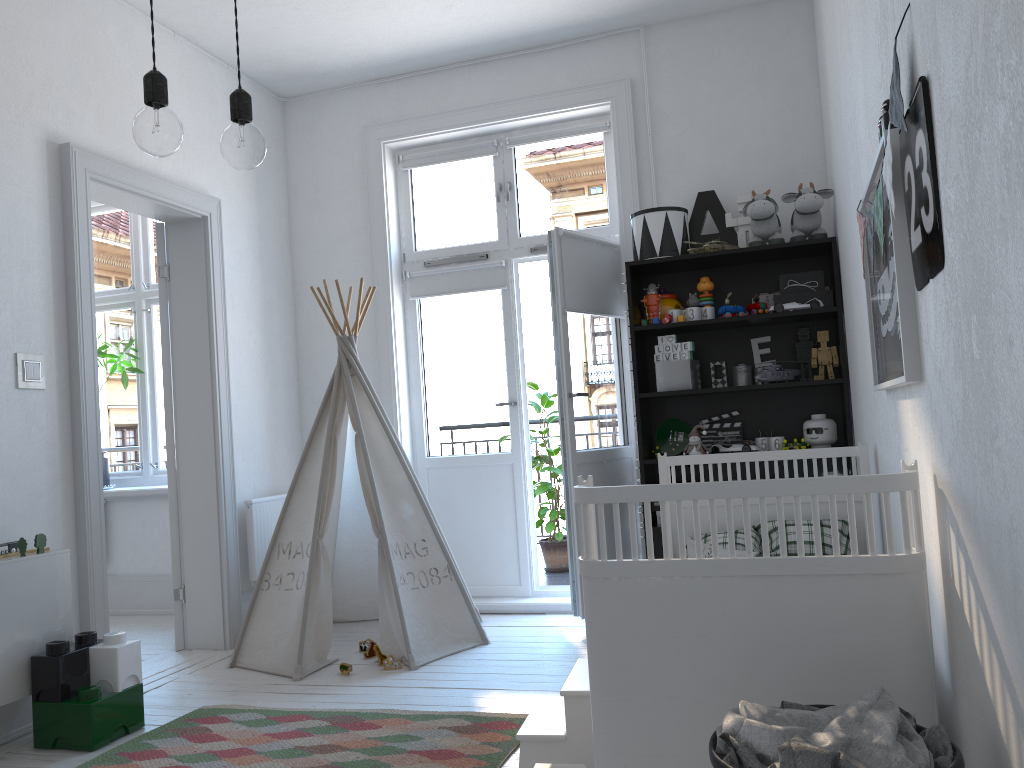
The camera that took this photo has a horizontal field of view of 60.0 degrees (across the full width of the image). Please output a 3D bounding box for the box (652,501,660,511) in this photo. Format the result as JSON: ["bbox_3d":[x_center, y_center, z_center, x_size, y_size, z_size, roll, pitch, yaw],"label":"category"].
[{"bbox_3d":[0.771,0.551,4.138,0.216,0.062,0.179,-5,-3,17],"label":"box"}]

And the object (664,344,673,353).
[{"bbox_3d":[0.722,-0.161,4.060,0.040,0.040,0.040,-6,-4,37],"label":"object"}]

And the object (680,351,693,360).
[{"bbox_3d":[0.790,-0.128,4.016,0.040,0.040,0.040,-1,-4,-43],"label":"object"}]

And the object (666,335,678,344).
[{"bbox_3d":[0.731,-0.203,4.054,0.040,0.040,0.040,-5,-3,27],"label":"object"}]

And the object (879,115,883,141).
[{"bbox_3d":[0.769,-0.523,1.824,0.025,0.064,0.025,-5,-3,16],"label":"object"}]

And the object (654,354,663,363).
[{"bbox_3d":[0.681,-0.117,4.085,0.040,0.040,0.040,-6,-3,32],"label":"object"}]

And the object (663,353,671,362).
[{"bbox_3d":[0.718,-0.120,4.071,0.040,0.040,0.040,-5,-3,22],"label":"object"}]

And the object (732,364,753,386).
[{"bbox_3d":[1.076,-0.038,4.139,0.095,0.110,0.095,-5,-3,22],"label":"object"}]

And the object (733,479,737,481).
[{"bbox_3d":[1.122,0.528,4.074,0.337,0.186,0.111,-6,-3,32],"label":"object"}]

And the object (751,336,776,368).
[{"bbox_3d":[1.178,-0.148,4.155,0.107,0.151,0.055,-5,-3,17],"label":"object"}]

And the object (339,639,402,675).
[{"bbox_3d":[-0.496,1.044,3.972,0.385,0.283,0.857,-4,-3,9],"label":"object"}]

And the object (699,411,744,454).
[{"bbox_3d":[0.980,0.229,4.162,0.201,0.199,0.048,-5,-3,17],"label":"object"}]

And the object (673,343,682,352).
[{"bbox_3d":[0.760,-0.165,4.035,0.040,0.040,0.040,-1,-4,-43],"label":"object"}]

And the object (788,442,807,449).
[{"bbox_3d":[1.267,0.286,4.069,0.163,0.034,0.069,-5,-3,17],"label":"object"}]

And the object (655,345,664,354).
[{"bbox_3d":[0.683,-0.158,4.084,0.040,0.040,0.040,-5,-3,27],"label":"object"}]

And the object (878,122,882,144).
[{"bbox_3d":[0.778,-0.522,1.851,0.025,0.064,0.025,-4,-3,13],"label":"object"}]

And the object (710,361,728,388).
[{"bbox_3d":[0.982,-0.040,4.205,0.070,0.134,0.028,-5,-3,17],"label":"object"}]

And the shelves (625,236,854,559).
[{"bbox_3d":[1.054,0.247,4.036,0.911,1.677,0.353,-5,-3,17],"label":"shelves"}]

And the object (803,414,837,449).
[{"bbox_3d":[1.364,0.214,3.928,0.139,0.162,0.139,-3,-3,-8],"label":"object"}]

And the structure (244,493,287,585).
[{"bbox_3d":[-1.186,0.805,4.622,0.075,0.460,0.636,-4,-3,14],"label":"structure"}]

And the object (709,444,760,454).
[{"bbox_3d":[1.003,0.293,3.996,0.231,0.048,0.098,-7,-4,42],"label":"object"}]

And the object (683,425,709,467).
[{"bbox_3d":[0.817,0.274,3.933,0.110,0.186,0.129,-4,-3,4],"label":"object"}]

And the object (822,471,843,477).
[{"bbox_3d":[1.413,0.489,3.891,0.132,0.199,0.267,-5,-3,17],"label":"object"}]

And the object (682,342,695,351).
[{"bbox_3d":[0.798,-0.169,4.011,0.040,0.040,0.040,-6,-4,42],"label":"object"}]

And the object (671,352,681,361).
[{"bbox_3d":[0.751,-0.124,4.041,0.040,0.040,0.040,-6,-3,32],"label":"object"}]

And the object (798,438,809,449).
[{"bbox_3d":[1.270,0.265,3.872,0.031,0.054,0.042,-2,-3,-27],"label":"object"}]

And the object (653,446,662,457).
[{"bbox_3d":[0.688,0.321,4.199,0.042,0.054,0.031,-5,-3,28],"label":"object"}]

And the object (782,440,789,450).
[{"bbox_3d":[1.194,0.270,3.872,0.042,0.054,0.031,-3,-3,-22],"label":"object"}]

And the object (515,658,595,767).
[{"bbox_3d":[0.182,0.938,2.492,0.288,0.245,0.332,-4,-3,12],"label":"object"}]

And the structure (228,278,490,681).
[{"bbox_3d":[-0.745,0.344,4.162,1.143,1.749,1.144,-3,-3,-7],"label":"structure"}]

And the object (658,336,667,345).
[{"bbox_3d":[0.695,-0.199,4.077,0.040,0.040,0.040,-5,-3,22],"label":"object"}]

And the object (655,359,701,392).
[{"bbox_3d":[0.763,-0.035,4.075,0.170,0.138,0.124,-6,-3,32],"label":"object"}]

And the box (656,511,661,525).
[{"bbox_3d":[0.793,0.611,4.130,0.216,0.062,0.179,-5,-3,17],"label":"box"}]

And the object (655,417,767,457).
[{"bbox_3d":[0.951,0.265,4.198,0.542,0.239,0.093,-5,-3,18],"label":"object"}]

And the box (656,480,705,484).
[{"bbox_3d":[0.785,0.489,4.137,0.216,0.062,0.179,-5,-3,17],"label":"box"}]

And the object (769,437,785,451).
[{"bbox_3d":[1.176,0.268,3.934,0.067,0.067,0.067,-6,-3,31],"label":"object"}]

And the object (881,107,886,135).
[{"bbox_3d":[0.746,-0.525,1.758,0.025,0.064,0.025,-4,-3,13],"label":"object"}]

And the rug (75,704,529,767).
[{"bbox_3d":[-0.821,1.100,2.134,1.320,0.016,2.029,-5,-3,18],"label":"rug"}]

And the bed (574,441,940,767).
[{"bbox_3d":[0.659,0.603,2.318,0.670,0.832,1.404,-5,-3,17],"label":"bed"}]

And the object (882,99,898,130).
[{"bbox_3d":[0.739,-0.526,1.734,0.025,0.064,0.025,-4,-3,11],"label":"object"}]

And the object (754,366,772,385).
[{"bbox_3d":[1.145,-0.040,4.030,0.078,0.091,0.246,-4,-3,12],"label":"object"}]

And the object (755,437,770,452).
[{"bbox_3d":[1.133,0.274,3.996,0.067,0.067,0.067,-6,-3,31],"label":"object"}]

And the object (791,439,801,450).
[{"bbox_3d":[1.250,0.269,3.910,0.042,0.054,0.031,-5,-3,18],"label":"object"}]

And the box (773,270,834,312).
[{"bbox_3d":[1.316,-0.407,4.018,0.251,0.189,0.179,-5,-3,17],"label":"box"}]
